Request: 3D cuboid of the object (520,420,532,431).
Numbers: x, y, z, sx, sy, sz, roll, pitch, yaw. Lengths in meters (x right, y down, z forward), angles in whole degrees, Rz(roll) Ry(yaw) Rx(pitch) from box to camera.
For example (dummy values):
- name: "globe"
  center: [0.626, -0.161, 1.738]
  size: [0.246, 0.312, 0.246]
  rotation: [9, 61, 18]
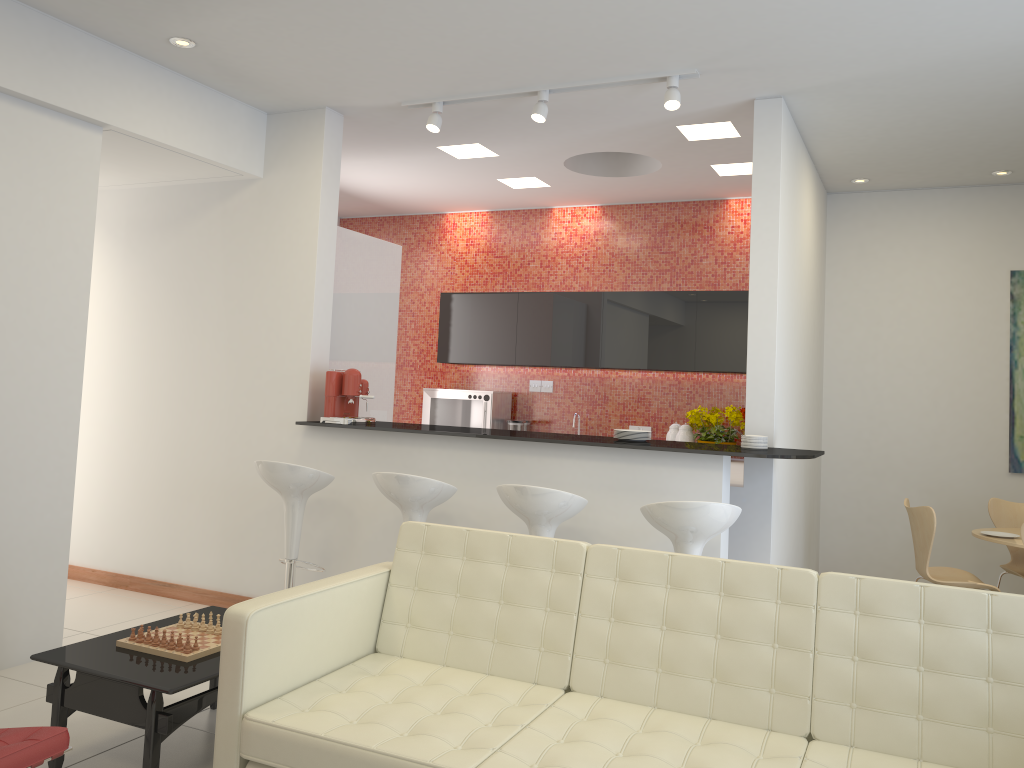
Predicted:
- name: "object"
  center: [0.094, 0.440, 8.133]
  size: [0.172, 0.216, 0.171]
  rotation: [0, -4, 44]

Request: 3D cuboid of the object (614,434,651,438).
- name: "object"
  center: [0.675, 0.296, 4.967]
  size: [0.210, 0.015, 0.210]
  rotation: [3, -1, -21]

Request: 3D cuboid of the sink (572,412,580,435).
- name: "sink"
  center: [0.542, 0.518, 7.753]
  size: [0.808, 0.539, 0.415]
  rotation: [2, -3, 25]

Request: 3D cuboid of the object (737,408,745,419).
- name: "object"
  center: [2.034, 0.399, 6.956]
  size: [0.503, 0.450, 0.521]
  rotation: [2, -2, 5]

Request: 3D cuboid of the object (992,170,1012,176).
- name: "object"
  center: [3.545, -1.526, 6.408]
  size: [0.129, 0.010, 0.129]
  rotation: [3, -1, -20]

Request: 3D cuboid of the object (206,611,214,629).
- name: "object"
  center: [-1.221, 0.956, 3.586]
  size: [0.030, 0.070, 0.030]
  rotation: [1, -4, 33]

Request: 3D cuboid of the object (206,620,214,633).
- name: "object"
  center: [-1.202, 0.966, 3.532]
  size: [0.030, 0.050, 0.030]
  rotation: [1, -4, 33]

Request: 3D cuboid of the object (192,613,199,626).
- name: "object"
  center: [-1.294, 0.962, 3.620]
  size: [0.030, 0.052, 0.030]
  rotation: [2, -3, 18]

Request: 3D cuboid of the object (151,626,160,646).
- name: "object"
  center: [-1.340, 0.948, 3.333]
  size: [0.030, 0.070, 0.030]
  rotation: [1, -4, 33]

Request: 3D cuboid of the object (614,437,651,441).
- name: "object"
  center: [0.675, 0.310, 4.966]
  size: [0.210, 0.015, 0.210]
  rotation: [3, -1, -21]

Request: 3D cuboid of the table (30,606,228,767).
- name: "table"
  center: [-1.255, 1.220, 3.463]
  size: [0.701, 0.424, 0.914]
  rotation: [2, -1, 25]

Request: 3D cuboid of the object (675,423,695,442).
- name: "object"
  center: [1.416, 0.461, 7.236]
  size: [0.159, 0.284, 0.159]
  rotation: [3, -3, -13]

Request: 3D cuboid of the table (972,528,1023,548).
- name: "table"
  center: [3.843, 1.318, 4.958]
  size: [2.263, 0.732, 1.275]
  rotation: [2, -1, 26]

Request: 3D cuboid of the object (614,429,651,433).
- name: "object"
  center: [0.677, 0.268, 4.968]
  size: [0.210, 0.015, 0.210]
  rotation: [3, -1, -21]

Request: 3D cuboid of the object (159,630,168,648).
- name: "object"
  center: [-1.303, 0.953, 3.316]
  size: [0.030, 0.064, 0.030]
  rotation: [1, -4, 33]

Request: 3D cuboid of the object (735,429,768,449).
- name: "object"
  center: [1.291, 0.294, 4.777]
  size: [0.173, 0.098, 0.139]
  rotation: [2, -2, 18]

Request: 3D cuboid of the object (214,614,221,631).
- name: "object"
  center: [-1.185, 0.960, 3.569]
  size: [0.030, 0.064, 0.030]
  rotation: [1, -4, 33]

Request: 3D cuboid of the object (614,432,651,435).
- name: "object"
  center: [0.676, 0.282, 4.968]
  size: [0.210, 0.015, 0.210]
  rotation: [3, -1, -21]

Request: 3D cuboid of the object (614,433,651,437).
- name: "object"
  center: [0.676, 0.289, 4.967]
  size: [0.210, 0.015, 0.210]
  rotation: [3, -1, -21]

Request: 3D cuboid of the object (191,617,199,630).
- name: "object"
  center: [-1.275, 0.963, 3.566]
  size: [0.030, 0.050, 0.030]
  rotation: [1, -4, 33]

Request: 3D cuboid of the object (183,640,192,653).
- name: "object"
  center: [-1.195, 0.967, 3.265]
  size: [0.030, 0.044, 0.030]
  rotation: [1, -3, 33]

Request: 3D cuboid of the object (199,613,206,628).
- name: "object"
  center: [-1.258, 0.962, 3.603]
  size: [0.030, 0.055, 0.030]
  rotation: [1, -4, 33]

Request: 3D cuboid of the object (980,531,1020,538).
- name: "object"
  center: [2.924, 0.905, 5.303]
  size: [0.210, 0.015, 0.210]
  rotation: [3, -1, -43]

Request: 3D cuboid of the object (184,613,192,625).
- name: "object"
  center: [-1.330, 0.964, 3.636]
  size: [0.030, 0.044, 0.030]
  rotation: [1, -3, 33]

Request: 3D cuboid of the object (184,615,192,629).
- name: "object"
  center: [-1.311, 0.962, 3.583]
  size: [0.030, 0.050, 0.030]
  rotation: [1, -4, 33]

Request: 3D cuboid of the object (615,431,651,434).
- name: "object"
  center: [0.676, 0.275, 4.968]
  size: [0.210, 0.015, 0.210]
  rotation: [3, -1, -21]

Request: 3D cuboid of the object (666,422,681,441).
- name: "object"
  center: [1.371, 0.460, 7.420]
  size: [0.159, 0.284, 0.159]
  rotation: [3, -3, -13]

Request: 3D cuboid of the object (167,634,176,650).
- name: "object"
  center: [-1.267, 0.959, 3.299]
  size: [0.030, 0.055, 0.030]
  rotation: [1, -4, 33]

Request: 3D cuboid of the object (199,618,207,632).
- name: "object"
  center: [-1.238, 0.965, 3.549]
  size: [0.030, 0.050, 0.030]
  rotation: [1, -4, 33]

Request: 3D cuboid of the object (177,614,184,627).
- name: "object"
  center: [-1.347, 0.960, 3.600]
  size: [0.030, 0.050, 0.030]
  rotation: [1, -4, 33]

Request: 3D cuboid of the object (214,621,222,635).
- name: "object"
  center: [-1.166, 0.968, 3.515]
  size: [0.030, 0.050, 0.030]
  rotation: [1, -4, 33]

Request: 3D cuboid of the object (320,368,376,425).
- name: "object"
  center: [-0.939, 0.076, 5.417]
  size: [0.321, 0.338, 0.320]
  rotation: [2, -2, 25]

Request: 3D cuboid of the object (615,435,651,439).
- name: "object"
  center: [0.675, 0.303, 4.966]
  size: [0.210, 0.015, 0.210]
  rotation: [3, -1, -21]

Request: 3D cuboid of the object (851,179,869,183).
- name: "object"
  center: [2.679, -1.563, 6.815]
  size: [0.129, 0.010, 0.129]
  rotation: [3, -1, -20]

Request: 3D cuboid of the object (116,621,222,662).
- name: "object"
  center: [-1.264, 0.997, 3.448]
  size: [0.360, 0.021, 0.359]
  rotation: [2, -1, 25]

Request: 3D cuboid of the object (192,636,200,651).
- name: "object"
  center: [-1.178, 0.966, 3.301]
  size: [0.030, 0.050, 0.030]
  rotation: [1, -4, 33]

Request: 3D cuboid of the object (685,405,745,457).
- name: "object"
  center: [1.652, 0.383, 7.131]
  size: [0.522, 0.450, 0.501]
  rotation: [2, -2, 28]
